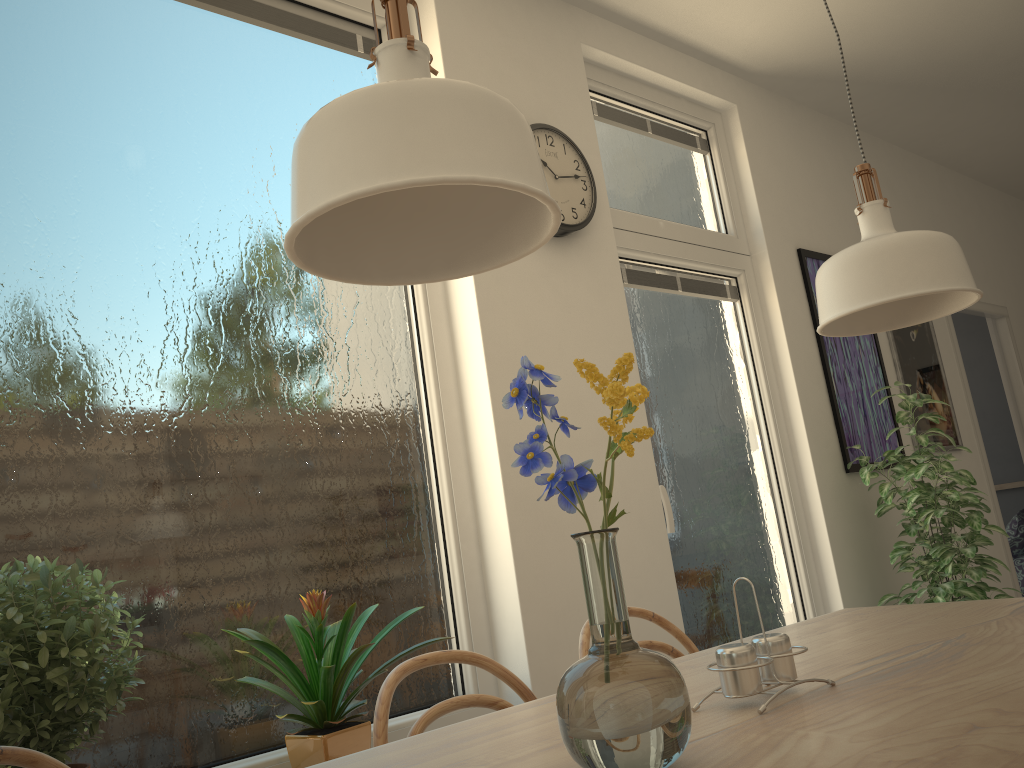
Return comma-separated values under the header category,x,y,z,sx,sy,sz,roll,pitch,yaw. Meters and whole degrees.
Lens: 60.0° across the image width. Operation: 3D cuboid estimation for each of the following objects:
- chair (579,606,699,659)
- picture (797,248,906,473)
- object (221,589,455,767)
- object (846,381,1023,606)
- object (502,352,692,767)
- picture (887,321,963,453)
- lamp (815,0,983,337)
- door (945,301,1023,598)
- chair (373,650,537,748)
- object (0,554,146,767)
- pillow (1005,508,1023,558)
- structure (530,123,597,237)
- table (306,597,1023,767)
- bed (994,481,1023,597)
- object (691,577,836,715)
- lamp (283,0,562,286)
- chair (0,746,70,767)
category,x,y,z,sx,sy,sz,roll,pitch,yaw
chair,0.415,0.803,1.592,0.385,0.812,0.483,1,-15,-39
picture,1.537,-0.106,3.991,0.545,1.000,0.018,2,-15,-42
object,-0.383,0.665,1.966,0.487,0.425,0.417,0,-14,-35
object,1.661,0.685,3.431,0.514,1.426,0.568,-8,-11,0
object,0.079,0.154,0.823,0.144,0.389,0.206,-10,-12,9
picture,2.047,-0.089,4.444,0.525,0.870,0.020,2,-15,-42
lamp,0.456,-0.875,1.469,0.229,1.598,0.229,-7,-12,-8
door,2.565,0.604,5.288,0.955,2.036,0.881,2,-15,-42
chair,0.089,0.774,1.205,0.385,0.812,0.483,3,-16,-44
object,-0.855,0.588,1.580,0.395,0.561,0.383,3,-16,-43
pillow,3.418,1.009,5.984,0.437,0.338,0.237,2,-16,-44
structure,0.130,-0.663,2.880,0.371,0.372,0.074,2,-15,-42
table,0.363,0.703,0.847,1.797,0.750,0.893,2,-15,-42
bed,3.235,1.277,6.442,0.933,0.975,1.654,2,-15,-42
object,0.281,0.295,1.033,0.155,0.139,0.095,2,-15,-41
lamp,-0.186,-0.894,0.898,0.229,1.598,0.229,-9,-11,3
chair,-0.388,0.784,0.900,0.483,0.812,0.385,-12,-12,19
